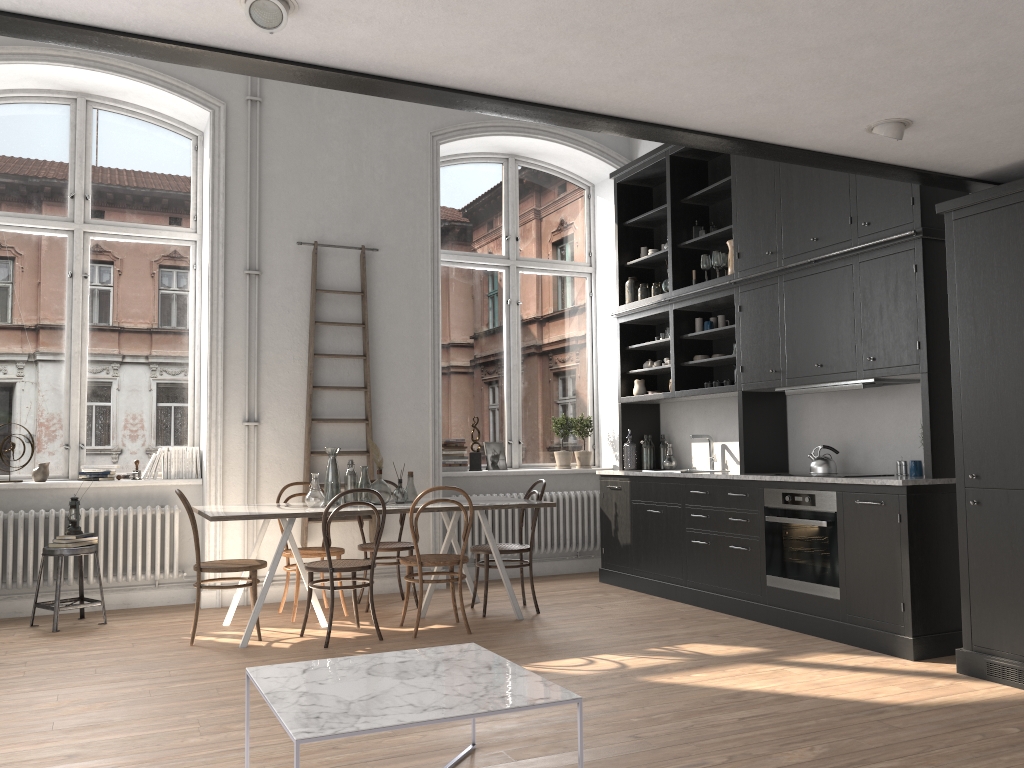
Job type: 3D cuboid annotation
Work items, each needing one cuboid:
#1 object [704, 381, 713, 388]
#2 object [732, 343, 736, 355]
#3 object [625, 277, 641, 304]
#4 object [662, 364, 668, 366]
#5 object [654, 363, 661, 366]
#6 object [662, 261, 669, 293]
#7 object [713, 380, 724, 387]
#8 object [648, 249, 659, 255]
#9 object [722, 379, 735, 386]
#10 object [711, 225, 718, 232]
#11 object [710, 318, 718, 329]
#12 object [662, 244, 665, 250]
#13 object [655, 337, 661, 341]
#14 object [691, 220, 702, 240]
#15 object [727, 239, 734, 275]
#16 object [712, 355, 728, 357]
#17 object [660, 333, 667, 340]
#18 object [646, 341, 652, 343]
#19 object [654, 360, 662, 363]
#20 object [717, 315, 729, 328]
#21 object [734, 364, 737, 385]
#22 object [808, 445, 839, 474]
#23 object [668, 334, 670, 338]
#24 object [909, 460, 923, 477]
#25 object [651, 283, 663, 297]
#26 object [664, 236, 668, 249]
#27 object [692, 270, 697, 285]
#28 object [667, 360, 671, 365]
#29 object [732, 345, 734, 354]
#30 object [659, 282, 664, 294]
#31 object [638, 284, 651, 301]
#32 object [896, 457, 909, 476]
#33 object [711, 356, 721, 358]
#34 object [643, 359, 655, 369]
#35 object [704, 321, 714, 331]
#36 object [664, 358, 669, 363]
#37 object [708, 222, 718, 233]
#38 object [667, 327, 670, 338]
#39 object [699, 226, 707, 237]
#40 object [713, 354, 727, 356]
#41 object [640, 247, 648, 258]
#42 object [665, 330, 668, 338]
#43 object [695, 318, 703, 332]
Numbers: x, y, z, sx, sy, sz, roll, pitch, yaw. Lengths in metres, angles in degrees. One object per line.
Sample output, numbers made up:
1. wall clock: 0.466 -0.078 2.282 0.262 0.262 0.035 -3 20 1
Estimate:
1. object: 1.509 0.008 6.750 0.088 0.059 0.104 2 -5 -36
2. object: 1.658 -0.252 6.561 0.058 0.094 0.058 -2 -4 14
3. object: 1.056 -0.806 7.709 0.118 0.238 0.118 3 -5 -39
4. object: 1.295 -0.152 7.394 0.085 0.015 0.085 3 -5 -38
5. object: 1.237 -0.161 7.539 0.056 0.033 0.058 -4 -5 40
6. object: 1.284 -0.906 7.204 0.134 0.357 0.134 -2 -4 20
7. object: 1.550 0.000 6.645 0.104 0.059 0.088 -5 -6 43
8. object: 1.228 -1.115 7.695 0.096 0.095 0.096 -1 -4 9
9. object: 1.611 -0.006 6.563 0.104 0.059 0.088 1 -4 -16
10. object: 1.594 -1.186 6.974 0.044 0.121 0.058 -1 -4 2
11. object: 1.589 -0.455 7.026 0.082 0.135 0.059 -1 -4 3
12. object: 1.325 -1.138 7.659 0.059 0.135 0.082 -1 -4 -2
13. object: 1.241 -0.371 7.487 0.071 0.047 0.072 -2 -4 13
14. object: 1.481 -1.214 7.092 0.084 0.199 0.065 0 -4 -3
15. object: 1.621 -0.918 6.492 0.094 0.267 0.116 -2 -4 17
16. object: 1.626 -0.203 6.935 0.124 0.036 0.124 3 -5 -37
17. object: 1.271 -0.388 7.410 0.064 0.069 0.064 -2 -4 23
18. object: 1.210 -0.350 7.774 0.071 0.047 0.072 -2 -4 13
19. object: 1.237 -0.181 7.540 0.055 0.047 0.058 0 -4 -10
20. object: 1.642 -0.465 6.897 0.059 0.135 0.082 3 -5 -42
21. object: 1.685 -0.081 6.462 0.124 0.191 0.129 -1 -4 3
22. object: 2.030 0.491 5.789 0.171 0.185 0.171 0 -4 -14
23. object: 1.316 -0.388 7.279 0.071 0.047 0.072 -2 -4 13
24. object: 2.383 0.499 5.241 0.140 0.093 0.082 2 -5 -35
25. object: 1.227 -0.778 7.517 0.096 0.150 0.096 2 -5 -36
26. object: 1.331 -1.201 7.392 0.132 0.219 0.132 -4 -5 39
27. object: 1.442 -0.825 7.008 0.123 0.161 0.123 0 -4 -16
28. object: 1.301 -0.170 7.333 0.049 0.054 0.039 -1 -4 1
29. object: 1.672 -0.247 6.632 0.058 0.094 0.058 -2 -4 14
30. object: 1.296 -0.781 7.648 0.092 0.184 0.092 -3 -5 30
31. object: 1.135 -0.775 7.586 0.114 0.155 0.114 1 -4 -21
32. object: 2.354 0.497 5.354 0.040 0.116 0.080 1 -4 -20
33. object: 1.626 -0.195 6.934 0.132 0.038 0.132 -2 -5 22
34. object: 1.197 -0.164 7.694 0.140 0.100 0.125 3 -6 -43
35. object: 1.535 -0.440 6.930 0.082 0.093 0.140 -3 -5 30
36. object: 1.293 -0.189 7.402 0.039 0.055 0.049 0 -4 -4
37. object: 1.607 -1.205 7.083 0.065 0.177 0.084 0 -4 -3
38. object: 1.313 -0.413 7.351 0.060 0.107 0.060 -1 -4 3
39. object: 1.508 -1.183 7.004 0.053 0.125 0.041 -3 -5 32
40. object: 1.626 -0.210 6.936 0.112 0.036 0.112 -2 -4 17
41. object: 1.161 -1.127 7.783 0.059 0.135 0.082 -1 -4 3
42. object: 1.321 -0.402 7.492 0.060 0.107 0.060 -3 -5 33
43. object: 1.490 -0.452 7.039 0.059 0.135 0.082 -3 -5 33
